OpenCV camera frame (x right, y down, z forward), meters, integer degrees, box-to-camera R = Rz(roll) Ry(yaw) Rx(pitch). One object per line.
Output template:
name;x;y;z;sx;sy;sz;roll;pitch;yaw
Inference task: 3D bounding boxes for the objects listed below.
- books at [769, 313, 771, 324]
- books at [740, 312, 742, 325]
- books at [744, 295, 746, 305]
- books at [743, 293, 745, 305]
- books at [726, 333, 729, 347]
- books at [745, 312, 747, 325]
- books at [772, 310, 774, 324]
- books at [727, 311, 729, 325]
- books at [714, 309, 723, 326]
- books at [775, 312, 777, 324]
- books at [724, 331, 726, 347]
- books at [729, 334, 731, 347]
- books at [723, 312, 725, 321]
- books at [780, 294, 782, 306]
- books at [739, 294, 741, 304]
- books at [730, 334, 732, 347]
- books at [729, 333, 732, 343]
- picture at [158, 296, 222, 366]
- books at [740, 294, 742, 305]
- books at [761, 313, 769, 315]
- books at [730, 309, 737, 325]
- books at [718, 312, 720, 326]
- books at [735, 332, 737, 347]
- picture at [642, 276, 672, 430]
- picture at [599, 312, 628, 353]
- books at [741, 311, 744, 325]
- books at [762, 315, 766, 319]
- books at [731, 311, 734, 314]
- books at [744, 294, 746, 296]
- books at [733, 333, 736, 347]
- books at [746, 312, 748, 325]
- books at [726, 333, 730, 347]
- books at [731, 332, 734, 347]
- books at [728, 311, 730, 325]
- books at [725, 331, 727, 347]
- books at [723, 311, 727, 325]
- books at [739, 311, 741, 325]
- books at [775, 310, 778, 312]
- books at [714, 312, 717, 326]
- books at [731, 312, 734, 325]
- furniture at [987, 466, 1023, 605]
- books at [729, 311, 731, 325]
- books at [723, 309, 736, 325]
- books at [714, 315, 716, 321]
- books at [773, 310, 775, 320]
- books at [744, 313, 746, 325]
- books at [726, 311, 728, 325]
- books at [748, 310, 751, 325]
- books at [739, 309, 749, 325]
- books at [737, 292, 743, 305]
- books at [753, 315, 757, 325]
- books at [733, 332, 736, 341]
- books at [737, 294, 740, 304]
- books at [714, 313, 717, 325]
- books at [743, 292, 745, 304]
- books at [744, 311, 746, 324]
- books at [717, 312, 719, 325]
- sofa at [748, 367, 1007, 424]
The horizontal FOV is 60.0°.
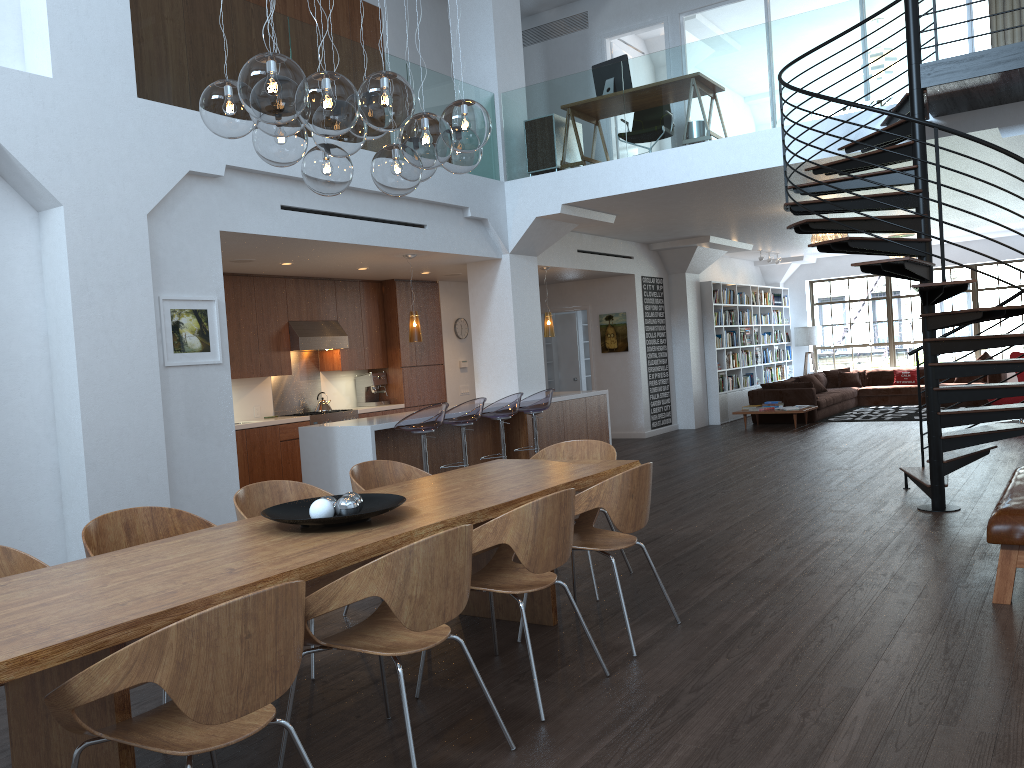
books;5.035;-1.286;17.578;0.158;0.226;0.052;-3;2;33
books;4.073;-1.181;16.085;0.174;0.239;0.045;-3;2;33
books;4.243;-1.549;16.377;0.139;0.191;0.036;-3;2;33
books;4.187;-1.561;16.307;0.158;0.226;0.052;-3;2;33
books;3.685;-0.756;15.468;0.174;0.239;0.045;-3;2;33
books;4.230;-1.203;16.337;0.170;0.245;0.057;-3;2;33
books;5.120;-1.325;17.711;0.198;0.284;0.066;-3;2;33
books;3.712;-1.145;15.564;0.160;0.251;0.039;-3;2;33
books;3.514;-1.140;15.216;0.176;0.290;0.053;-3;2;33
books;5.233;-1.322;17.861;0.183;0.253;0.034;-3;2;33
books;3.600;-0.769;15.358;0.197;0.283;0.065;-3;2;33
books;3.753;-0.755;15.566;0.161;0.223;0.027;-3;2;33
books;3.597;-1.123;15.382;0.174;0.236;0.142;-3;2;34
books;5.442;-1.721;18.229;0.183;0.253;0.042;-3;2;33
books;4.081;-1.536;16.119;0.146;0.202;0.027;-3;2;33
books;3.777;-0.763;15.621;0.167;0.230;0.037;-3;2;33
books;3.784;-0.775;15.659;0.182;0.253;0.034;-3;2;33
picture;-2.368;-0.392;6.547;0.018;0.500;0.500;-3;2;33
books;4.122;-1.541;16.190;0.146;0.202;0.027;-3;2;33
books;5.012;-1.286;17.535;0.140;0.231;0.042;-3;2;33
books;3.931;-1.190;15.886;0.176;0.291;0.053;-3;2;33
books;3.467;-1.111;15.157;0.174;0.242;0.105;-3;2;33
books;3.921;-0.790;15.817;0.182;0.253;0.034;-3;2;33
picture;2.300;-0.503;14.019;0.021;2.380;0.800;-3;2;34
picture;1.570;-0.789;13.696;0.450;0.600;0.030;-3;2;33
books;4.126;-1.194;16.169;0.182;0.253;0.034;-3;2;33
books;4.912;-1.250;17.384;0.134;0.184;0.030;-3;2;33
books;3.875;-1.164;15.814;0.160;0.251;0.031;-3;2;33
books;4.263;-1.554;16.413;0.136;0.196;0.045;-3;2;33
books;3.878;-0.778;15.758;0.174;0.239;0.045;-3;2;33
books;4.261;-1.203;16.378;0.174;0.239;0.045;-3;2;33
books;3.710;-0.762;15.513;0.170;0.245;0.057;-3;2;33
books;3.821;-0.778;15.675;0.182;0.253;0.034;-3;2;33
books;3.736;-1.145;15.595;0.171;0.246;0.039;-3;2;33
books;3.637;-0.776;15.406;0.176;0.290;0.053;-3;2;33
books;3.646;-1.138;15.456;0.183;0.253;0.042;-3;2;33
books;4.036;-1.183;16.021;0.182;0.253;0.034;-3;2;33
books;5.333;-1.352;18.029;0.176;0.290;0.036;-3;2;33
books;3.405;-1.098;15.060;0.152;0.232;0.104;-3;2;33
books;3.843;-1.154;15.747;0.174;0.240;0.054;-3;2;33
furniture;3.215;0.784;4.884;0.907;0.453;1.819;-3;2;33
books;3.773;-1.153;15.658;0.183;0.253;0.042;-3;2;33
books;3.889;-1.183;15.852;0.198;0.284;0.049;-3;2;33
books;3.349;-1.067;14.970;0.161;0.182;0.170;-3;2;33
books;5.186;-1.335;17.799;0.176;0.290;0.053;-3;2;33
books;4.200;-1.187;16.277;0.161;0.223;0.027;-3;2;33
books;3.688;-1.147;15.531;0.180;0.259;0.042;-3;2;33
books;4.326;-1.233;16.497;0.197;0.283;0.065;-3;2;33
books;4.297;-1.233;16.444;0.176;0.290;0.053;-3;2;33
books;4.164;-1.560;16.263;0.140;0.231;0.042;-3;2;33
books;4.586;-1.215;16.870;0.139;0.191;0.036;-3;2;33
books;3.894;-0.787;15.795;0.182;0.253;0.034;-3;2;33
books;4.046;-1.526;16.072;0.139;0.191;0.036;-3;2;33
books;3.386;-1.089;15.038;0.161;0.218;0.101;-3;2;33
books;4.216;-1.567;16.346;0.140;0.231;0.042;-3;2;33
books;4.206;-1.202;16.303;0.159;0.250;0.026;-3;2;33
books;3.425;-1.102;15.086;0.172;0.235;0.112;-3;2;33
sofa;6.483;0.127;15.449;3.481;0.664;4.197;-3;2;33
